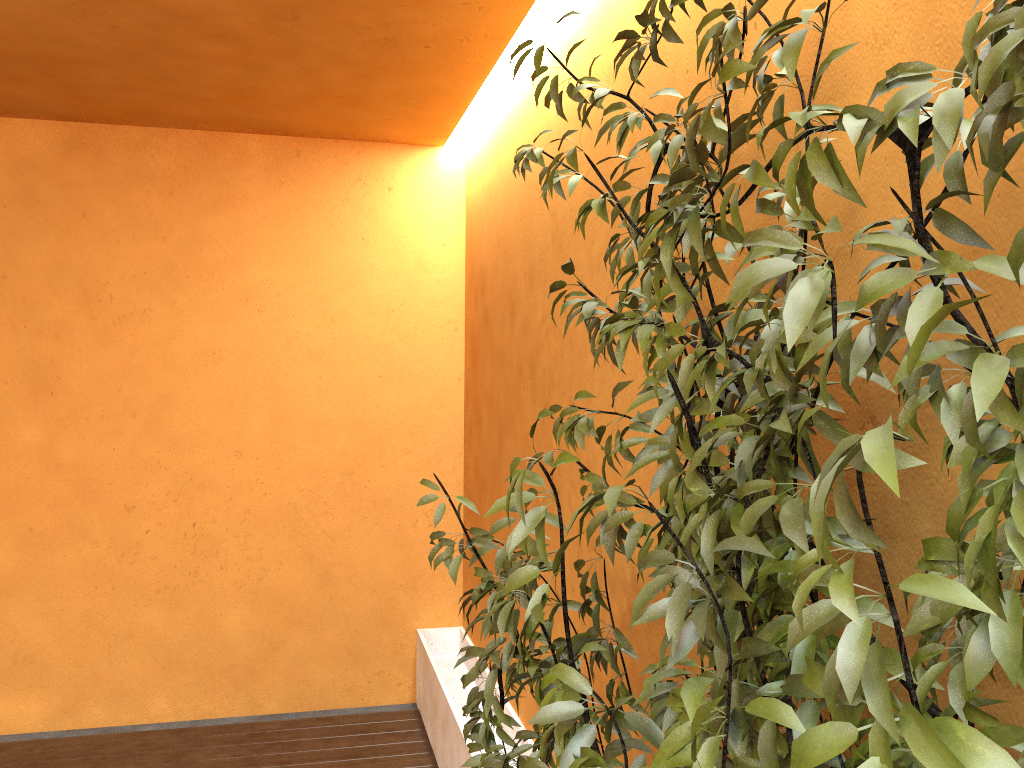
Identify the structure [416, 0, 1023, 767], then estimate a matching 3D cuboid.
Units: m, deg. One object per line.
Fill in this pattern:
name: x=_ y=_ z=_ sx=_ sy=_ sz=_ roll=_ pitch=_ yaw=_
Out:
structure: x=0.388 y=0.279 z=0.799 sx=0.622 sy=2.483 sz=3.166 roll=0 pitch=1 yaw=-14
